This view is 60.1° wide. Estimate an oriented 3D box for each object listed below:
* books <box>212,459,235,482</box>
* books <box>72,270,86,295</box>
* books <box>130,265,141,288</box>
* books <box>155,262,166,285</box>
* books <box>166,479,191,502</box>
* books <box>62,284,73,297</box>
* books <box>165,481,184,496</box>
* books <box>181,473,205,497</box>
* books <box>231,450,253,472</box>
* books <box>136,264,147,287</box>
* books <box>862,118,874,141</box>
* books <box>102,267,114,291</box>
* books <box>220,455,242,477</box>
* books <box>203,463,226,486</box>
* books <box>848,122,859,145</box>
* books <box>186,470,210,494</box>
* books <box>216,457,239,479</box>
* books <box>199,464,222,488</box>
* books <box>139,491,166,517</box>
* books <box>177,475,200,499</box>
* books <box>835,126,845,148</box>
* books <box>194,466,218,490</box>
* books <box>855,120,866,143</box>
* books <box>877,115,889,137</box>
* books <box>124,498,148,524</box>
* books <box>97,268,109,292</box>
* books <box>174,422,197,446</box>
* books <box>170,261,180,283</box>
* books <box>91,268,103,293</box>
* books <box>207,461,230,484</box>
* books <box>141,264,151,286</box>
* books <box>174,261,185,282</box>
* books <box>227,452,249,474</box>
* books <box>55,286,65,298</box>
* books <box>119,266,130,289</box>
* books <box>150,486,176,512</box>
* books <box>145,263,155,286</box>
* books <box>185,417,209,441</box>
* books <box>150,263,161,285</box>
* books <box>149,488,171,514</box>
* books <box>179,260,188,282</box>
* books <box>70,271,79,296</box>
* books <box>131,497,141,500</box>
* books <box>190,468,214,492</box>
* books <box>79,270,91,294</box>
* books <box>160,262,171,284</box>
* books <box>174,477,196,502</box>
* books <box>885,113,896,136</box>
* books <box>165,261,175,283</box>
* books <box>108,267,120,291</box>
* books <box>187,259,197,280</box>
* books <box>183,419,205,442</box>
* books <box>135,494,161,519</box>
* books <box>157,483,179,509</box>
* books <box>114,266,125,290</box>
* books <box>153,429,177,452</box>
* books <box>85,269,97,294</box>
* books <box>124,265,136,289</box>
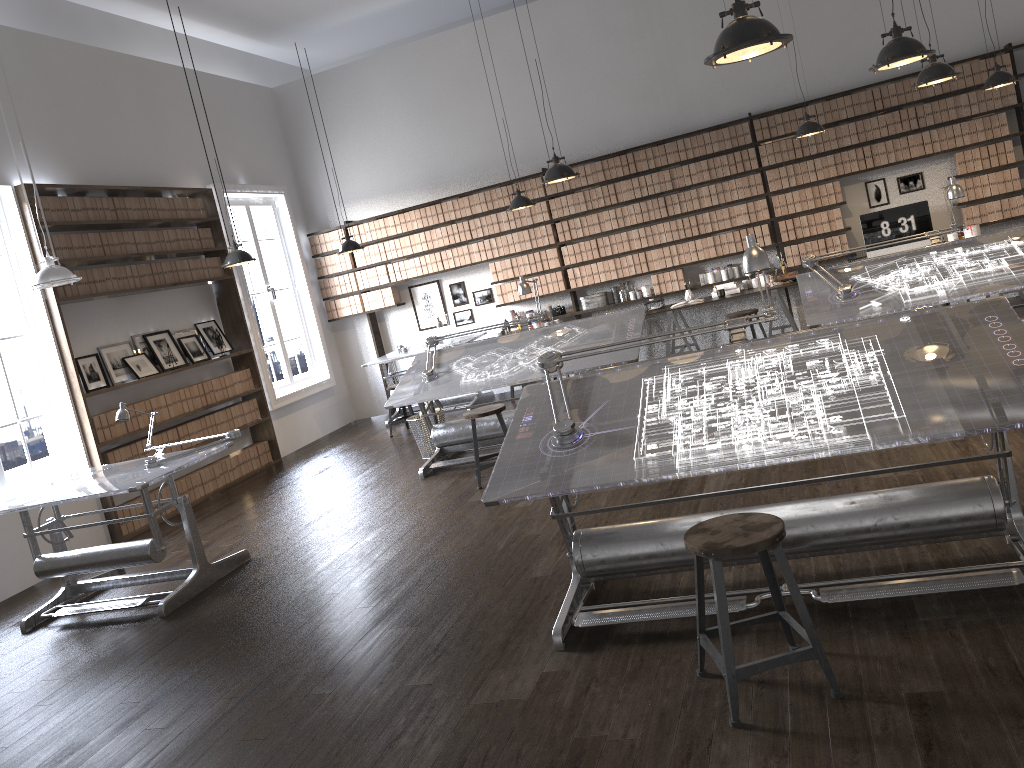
[{"bbox_3d":[-2.902,0.878,8.895,0.174,0.225,0.067,-11,5,18],"label":"books"},{"bbox_3d":[-3.733,-0.837,7.509,0.174,0.225,0.067,-11,5,18],"label":"books"},{"bbox_3d":[-3.534,-0.971,8.166,0.174,0.225,0.067,-11,5,18],"label":"books"},{"bbox_3d":[-3.441,-1.037,8.500,0.174,0.225,0.067,-11,5,18],"label":"books"},{"bbox_3d":[-3.102,1.012,8.238,0.174,0.224,0.067,-11,5,18],"label":"books"},{"bbox_3d":[-3.774,-0.809,7.370,0.174,0.225,0.067,-11,5,18],"label":"books"},{"bbox_3d":[-3.123,1.025,8.177,0.174,0.224,0.067,-11,5,18],"label":"books"},{"bbox_3d":[-3.042,0.972,8.435,0.174,0.225,0.067,-11,5,18],"label":"books"},{"bbox_3d":[-2.810,0.813,9.220,0.174,0.225,0.067,-11,5,18],"label":"books"},{"bbox_3d":[-3.513,-0.985,8.234,0.174,0.225,0.067,-11,5,18],"label":"books"},{"bbox_3d":[3.658,-2.607,9.112,0.066,0.225,0.176,-12,6,19],"label":"books"},{"bbox_3d":[-3.638,-0.902,7.831,0.174,0.224,0.067,-11,5,18],"label":"books"},{"bbox_3d":[-2.867,0.852,9.025,0.174,0.224,0.067,-11,5,18],"label":"books"},{"bbox_3d":[-2.948,0.906,8.764,0.174,0.225,0.067,-11,5,18],"label":"books"},{"bbox_3d":[3.526,-2.581,9.149,0.066,0.225,0.176,-12,6,18],"label":"books"},{"bbox_3d":[-3.020,0.957,8.505,0.174,0.225,0.067,-11,5,18],"label":"books"},{"bbox_3d":[-2.884,0.864,8.965,0.174,0.224,0.067,-11,5,18],"label":"books"},{"bbox_3d":[-2.961,0.918,8.696,0.174,0.225,0.067,-11,5,18],"label":"books"},{"bbox_3d":[-3.206,1.081,7.901,0.174,0.225,0.067,-11,5,18],"label":"books"},{"bbox_3d":[-3.060,0.985,8.365,0.174,0.225,0.067,-11,5,18],"label":"books"},{"bbox_3d":[3.401,-2.557,9.194,0.066,0.224,0.176,-12,6,19],"label":"books"},{"bbox_3d":[-2.984,0.932,8.634,0.174,0.224,0.067,-11,5,18],"label":"books"},{"bbox_3d":[3.592,-2.594,9.131,0.066,0.225,0.176,-12,6,19],"label":"books"},{"bbox_3d":[3.788,-2.630,9.061,0.066,0.225,0.176,-12,6,18],"label":"books"},{"bbox_3d":[-3.263,1.121,7.706,0.174,0.224,0.067,-11,5,18],"label":"books"},{"bbox_3d":[-3.657,-0.890,7.772,0.174,0.224,0.067,-11,5,18],"label":"books"},{"bbox_3d":[-3.130,0.493,8.460,0.174,0.225,0.067,-11,5,18],"label":"books"},{"bbox_3d":[-3.380,-1.078,8.702,0.174,0.225,0.067,-11,5,18],"label":"books"},{"bbox_3d":[-3.672,-0.877,7.707,0.174,0.225,0.067,-11,5,18],"label":"books"},{"bbox_3d":[-2.926,0.892,8.830,0.174,0.225,0.067,-11,5,18],"label":"books"},{"bbox_3d":[-3.499,-0.996,8.296,0.174,0.224,0.067,-11,5,18],"label":"books"},{"bbox_3d":[-3.355,-1.092,8.764,0.174,0.225,0.067,-11,5,18],"label":"books"},{"bbox_3d":[-2.830,0.827,9.152,0.174,0.225,0.067,-11,5,18],"label":"books"},{"bbox_3d":[-3.800,-0.794,7.302,0.174,0.224,0.067,-11,5,18],"label":"books"},{"bbox_3d":[-3.581,-0.942,8.033,0.174,0.225,0.067,-11,5,18],"label":"books"},{"bbox_3d":[-3.166,1.054,8.035,0.174,0.225,0.067,-11,5,18],"label":"books"},{"bbox_3d":[-3.483,-1.008,8.359,0.174,0.224,0.067,-11,5,18],"label":"books"},{"bbox_3d":[-3.075,0.453,8.662,0.174,0.225,0.067,-11,5,18],"label":"books"},{"bbox_3d":[-3.457,-1.024,8.427,0.174,0.225,0.067,-11,5,18],"label":"books"},{"bbox_3d":[-3.182,1.067,7.966,0.174,0.225,0.067,-11,5,18],"label":"books"},{"bbox_3d":[-3.340,-1.105,8.829,0.174,0.224,0.067,-11,5,18],"label":"books"},{"bbox_3d":[-3.757,-0.822,7.443,0.174,0.225,0.067,-11,5,18],"label":"books"},{"bbox_3d":[-3.239,1.107,7.767,0.174,0.225,0.067,-11,5,18],"label":"books"},{"bbox_3d":[-3.001,0.944,8.574,0.174,0.224,0.067,-11,5,18],"label":"books"},{"bbox_3d":[-3.717,-0.850,7.577,0.174,0.225,0.067,-11,5,18],"label":"books"},{"bbox_3d":[-3.416,-1.052,8.566,0.174,0.225,0.067,-11,5,18],"label":"books"},{"bbox_3d":[-3.080,0.999,8.296,0.174,0.225,0.067,-11,5,18],"label":"books"},{"bbox_3d":[3.855,-2.643,9.038,0.066,0.225,0.176,-12,6,19],"label":"books"},{"bbox_3d":[-3.400,-1.065,8.634,0.174,0.225,0.067,-11,5,18],"label":"books"},{"bbox_3d":[-3.615,-0.916,7.899,0.174,0.225,0.067,-11,5,18],"label":"books"},{"bbox_3d":[-3.299,-1.131,8.956,0.174,0.225,0.067,-11,5,18],"label":"books"},{"bbox_3d":[-3.096,0.466,8.597,0.174,0.225,0.067,-11,5,18],"label":"books"},{"bbox_3d":[-3.226,1.095,7.833,0.174,0.225,0.067,-11,5,18],"label":"books"},{"bbox_3d":[-3.139,1.039,8.105,0.174,0.225,0.067,-11,5,18],"label":"books"},{"bbox_3d":[-3.599,-0.929,7.967,0.174,0.225,0.067,-11,5,18],"label":"books"},{"bbox_3d":[-3.213,0.548,8.189,0.174,0.225,0.067,-11,5,18],"label":"books"},{"bbox_3d":[-3.696,-0.863,7.645,0.174,0.225,0.067,-11,5,18],"label":"books"},{"bbox_3d":[-3.558,-0.956,8.098,0.174,0.225,0.067,-11,5,18],"label":"books"}]
